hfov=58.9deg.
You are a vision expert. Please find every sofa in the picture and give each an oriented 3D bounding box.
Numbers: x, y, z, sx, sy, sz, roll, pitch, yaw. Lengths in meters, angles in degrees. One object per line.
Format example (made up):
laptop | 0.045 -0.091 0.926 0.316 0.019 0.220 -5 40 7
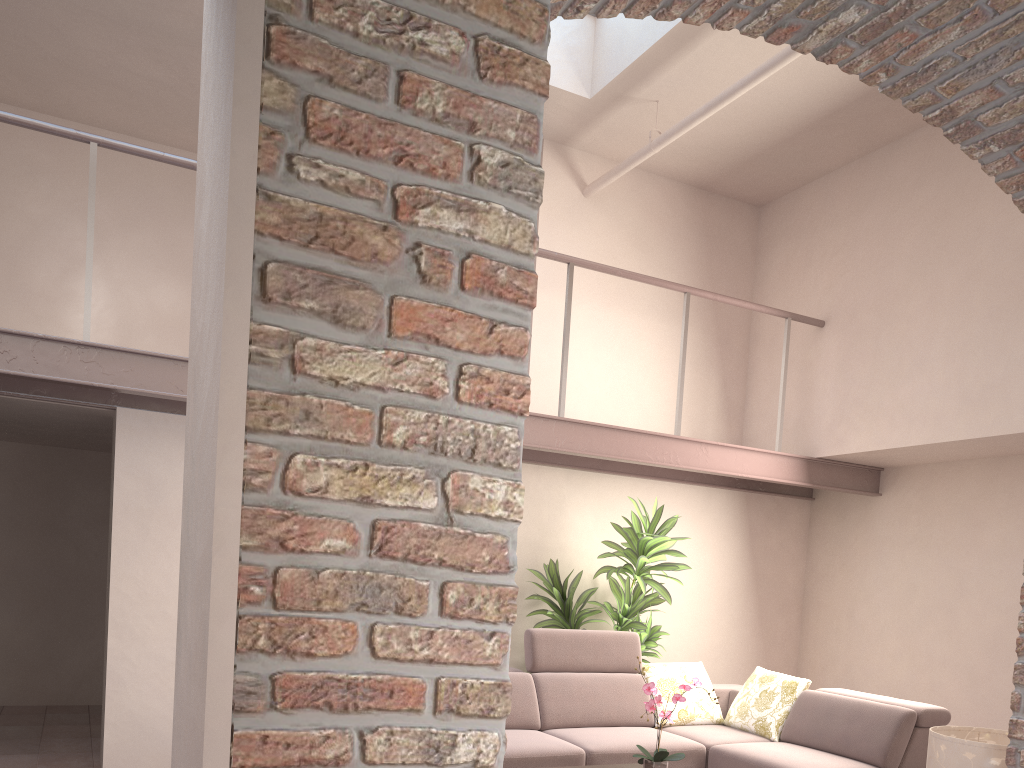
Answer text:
sofa | 0.643 1.826 4.758 3.210 0.939 2.155 9 -11 -26

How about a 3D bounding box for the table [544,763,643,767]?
table | 0.563 1.936 3.881 0.717 0.345 1.196 8 -12 -25

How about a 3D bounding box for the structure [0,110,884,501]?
structure | 0.050 0.526 4.159 7.322 3.211 3.758 9 -7 -27

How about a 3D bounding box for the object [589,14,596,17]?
object | -0.983 -3.171 3.548 4.624 0.670 2.334 10 -12 -26

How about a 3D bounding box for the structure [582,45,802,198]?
structure | 1.421 -1.790 4.594 0.111 0.323 4.127 3 -10 -26

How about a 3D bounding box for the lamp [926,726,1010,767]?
lamp | 1.518 1.548 2.917 0.394 0.848 0.403 3 0 -26

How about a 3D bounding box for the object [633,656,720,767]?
object | 0.647 1.467 3.865 0.305 0.596 0.363 4 -1 -32
